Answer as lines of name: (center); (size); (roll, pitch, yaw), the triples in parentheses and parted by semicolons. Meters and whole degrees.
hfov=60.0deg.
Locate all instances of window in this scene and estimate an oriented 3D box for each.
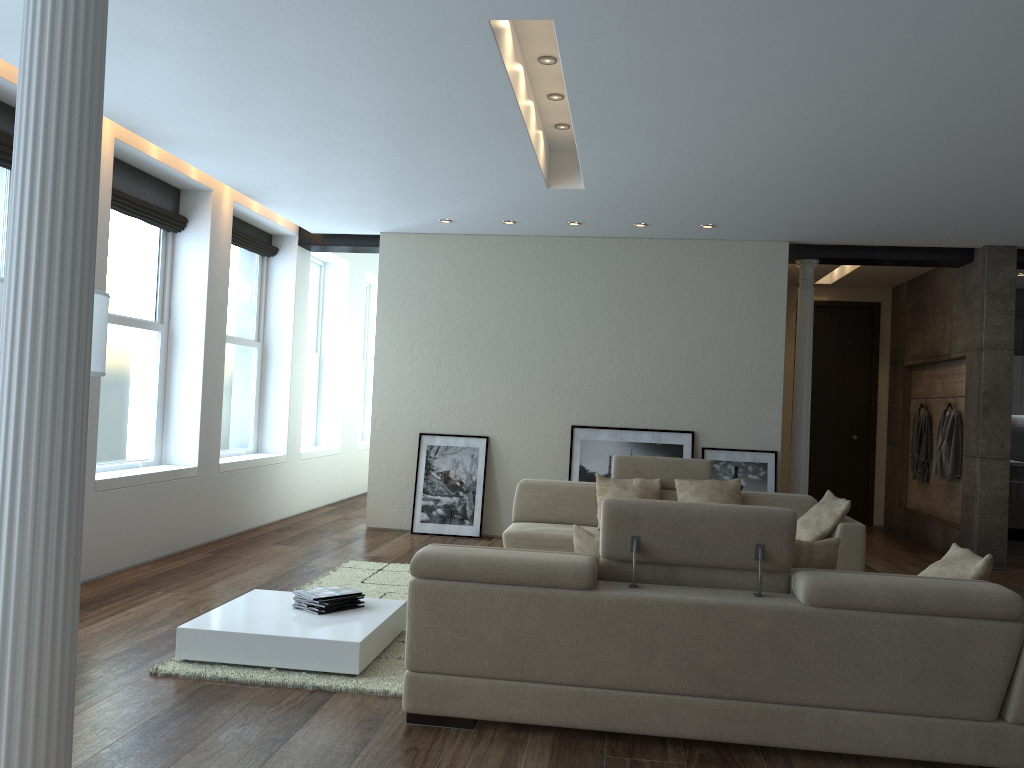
window: (-2.266, -0.301, 12.520); (0.123, 2.400, 1.289); (2, -1, 7)
window: (-3.002, -0.465, 6.755); (0.123, 2.400, 1.443); (2, -1, 7)
window: (-3.235, -0.517, 4.929); (0.123, 2.400, 1.442); (2, -1, 7)
window: (-2.524, -0.359, 10.494); (0.123, 2.400, 1.373); (2, -1, 7)
window: (-2.761, -0.412, 8.642); (0.123, 2.400, 1.563); (2, -1, 7)

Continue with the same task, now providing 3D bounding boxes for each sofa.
sofa: (1.272, 1.061, 6.861); (2.581, 0.950, 1.021); (2, -1, 7)
sofa: (0.899, 0.978, 3.939); (2.581, 0.950, 1.021); (2, -1, 7)

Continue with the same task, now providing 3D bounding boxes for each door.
door: (4.085, 0.358, 11.311); (1.037, 2.814, 0.246); (2, -1, 7)

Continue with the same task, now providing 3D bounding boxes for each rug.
rug: (0.618, 1.461, 5.287); (4.231, 0.020, 2.972); (2, -1, 7)

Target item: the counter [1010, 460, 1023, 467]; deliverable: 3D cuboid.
counter: (6.694, 1.071, 10.565); (3.597, 0.223, 0.807); (2, -1, 7)

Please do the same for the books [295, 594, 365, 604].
books: (-0.976, 1.133, 4.755); (0.220, 0.010, 0.300); (1, -2, 42)

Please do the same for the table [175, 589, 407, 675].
table: (-1.094, 1.272, 4.601); (0.900, 0.170, 0.900); (2, -1, 7)

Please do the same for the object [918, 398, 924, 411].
object: (4.629, 0.260, 10.017); (0.010, 0.219, 0.430); (2, -1, 7)

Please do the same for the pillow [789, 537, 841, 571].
pillow: (1.155, 0.860, 3.896); (0.534, 0.439, 0.301); (2, -1, 11)

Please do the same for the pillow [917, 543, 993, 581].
pillow: (1.938, 0.921, 4.035); (0.395, 0.393, 0.518); (2, -1, 11)

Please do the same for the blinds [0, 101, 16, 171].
blinds: (-3.126, -1.521, 4.946); (0.156, 0.424, 1.439); (2, -1, 7)

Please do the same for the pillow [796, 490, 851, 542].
pillow: (2.254, 0.991, 6.512); (0.395, 0.393, 0.518); (3, -1, 4)

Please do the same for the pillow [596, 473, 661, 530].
pillow: (0.911, 0.927, 6.912); (0.519, 0.416, 0.368); (3, -1, 3)

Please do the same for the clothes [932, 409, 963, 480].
clothes: (4.472, 0.622, 9.128); (0.173, 0.735, 0.700); (3, -1, 6)

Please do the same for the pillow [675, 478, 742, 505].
pillow: (1.532, 0.943, 6.845); (0.534, 0.439, 0.301); (3, -1, 4)

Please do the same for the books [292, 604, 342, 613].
books: (-0.997, 1.181, 4.771); (0.220, 0.010, 0.300); (2, -1, 27)

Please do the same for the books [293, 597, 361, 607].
books: (-0.996, 1.161, 4.772); (0.300, 0.010, 0.220); (3, -2, -33)

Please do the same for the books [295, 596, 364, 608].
books: (-0.977, 1.152, 4.755); (0.220, 0.010, 0.300); (2, -2, 32)

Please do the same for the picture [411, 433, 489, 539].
picture: (-0.612, 0.995, 8.733); (0.700, 0.988, 0.195); (2, -1, 7)

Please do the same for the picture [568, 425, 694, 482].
picture: (1.129, 0.996, 8.496); (1.183, 1.140, 0.225); (2, -1, 7)

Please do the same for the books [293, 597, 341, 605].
books: (-0.995, 1.142, 4.772); (0.220, 0.010, 0.300); (2, -1, 22)

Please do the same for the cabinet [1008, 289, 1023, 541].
cabinet: (8.614, 0.452, 10.327); (7.409, 2.980, 0.827); (2, -1, 7)

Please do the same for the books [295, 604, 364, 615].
books: (-0.979, 1.191, 4.754); (0.220, 0.010, 0.300); (1, -2, 42)

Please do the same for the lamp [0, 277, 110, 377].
lamp: (-2.167, 0.442, 3.830); (0.698, 1.728, 0.698); (2, -2, 31)

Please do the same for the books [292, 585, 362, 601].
books: (-0.994, 1.123, 4.772); (0.300, 0.010, 0.220); (4, -2, -43)

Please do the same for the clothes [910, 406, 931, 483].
clothes: (4.595, 0.673, 10.017); (0.141, 0.855, 0.569); (2, -1, 8)

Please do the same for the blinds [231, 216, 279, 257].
blinds: (-2.650, -1.477, 8.660); (0.156, 0.275, 1.563); (2, -1, 7)

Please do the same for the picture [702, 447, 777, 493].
picture: (2.138, 1.114, 8.377); (0.700, 0.988, 0.195); (2, -1, 7)

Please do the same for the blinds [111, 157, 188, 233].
blinds: (-2.893, -1.476, 6.771); (0.156, 0.393, 1.442); (2, -1, 7)

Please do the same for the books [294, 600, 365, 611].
books: (-0.978, 1.171, 4.754); (0.220, 0.010, 0.300); (1, -2, 42)

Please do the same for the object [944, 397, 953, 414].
object: (4.504, 0.234, 9.124); (0.010, 0.219, 0.430); (2, -1, 7)

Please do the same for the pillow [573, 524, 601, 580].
pillow: (0.538, 0.844, 3.988); (0.519, 0.416, 0.368); (2, -1, 12)
